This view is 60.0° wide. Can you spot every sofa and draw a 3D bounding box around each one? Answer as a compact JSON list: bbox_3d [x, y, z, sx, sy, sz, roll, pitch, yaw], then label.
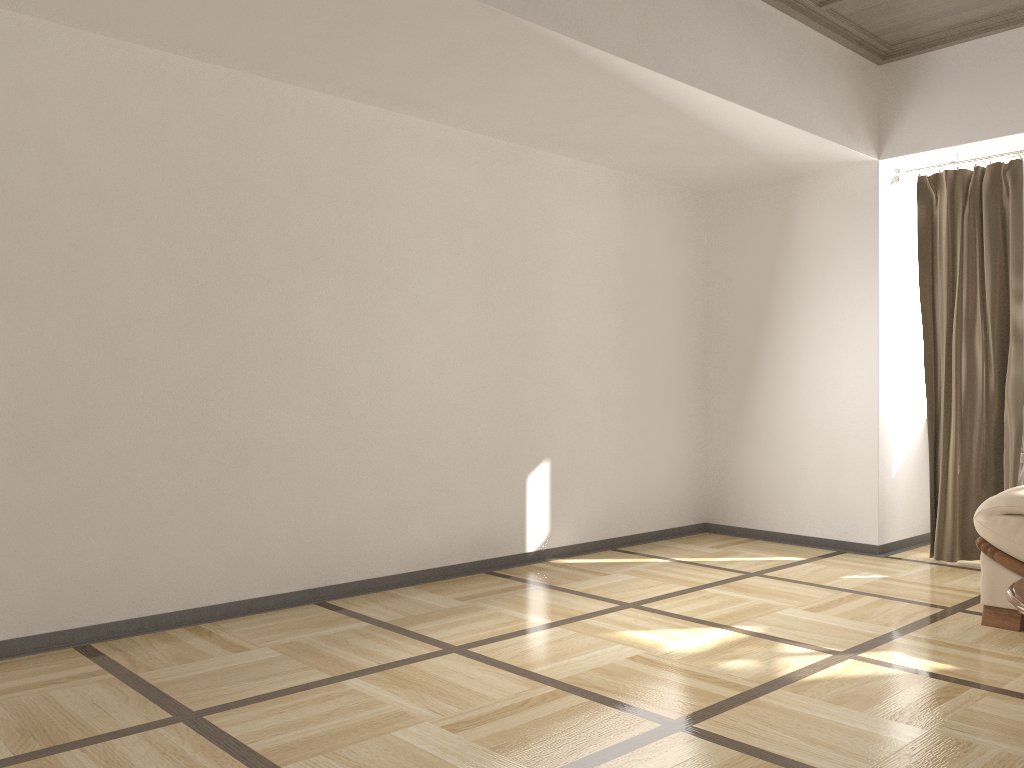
[{"bbox_3d":[2.973,0.536,3.209,1.051,0.900,2.135,1,-1,-43],"label":"sofa"}]

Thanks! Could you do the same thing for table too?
[{"bbox_3d":[1.927,0.778,2.256,1.169,0.392,1.167,0,-1,43],"label":"table"}]

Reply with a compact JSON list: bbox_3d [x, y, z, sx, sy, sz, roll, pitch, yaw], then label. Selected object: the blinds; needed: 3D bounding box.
[{"bbox_3d":[4.199,-0.164,3.123,0.285,2.294,5.765,1,-1,-43],"label":"blinds"}]
